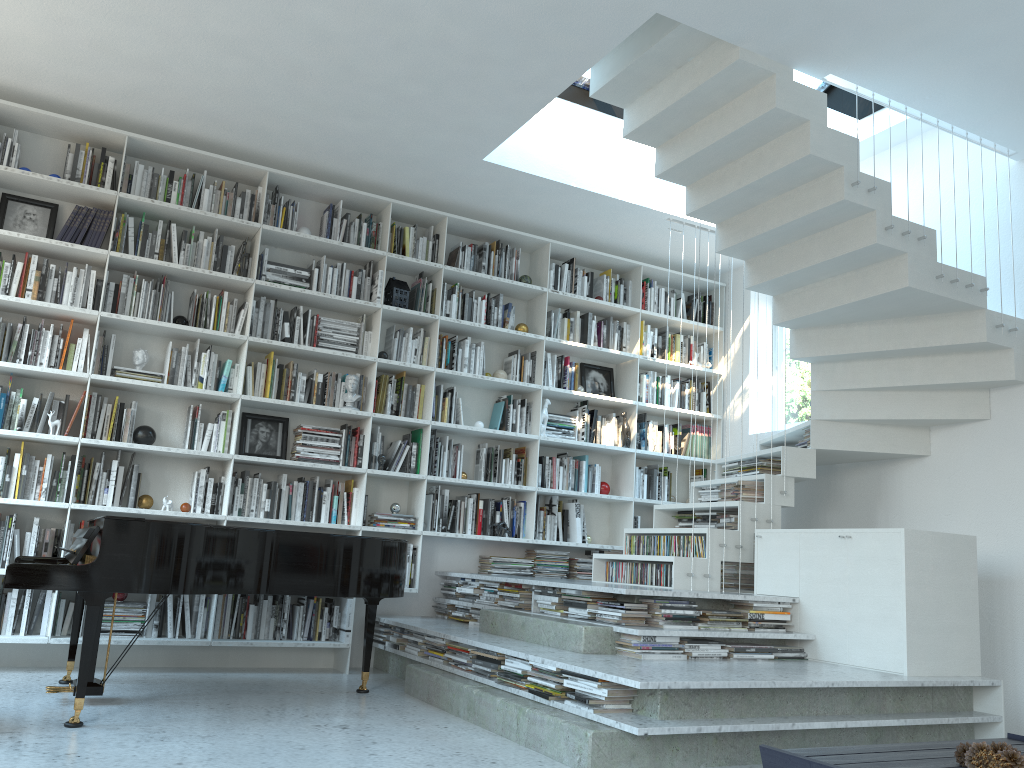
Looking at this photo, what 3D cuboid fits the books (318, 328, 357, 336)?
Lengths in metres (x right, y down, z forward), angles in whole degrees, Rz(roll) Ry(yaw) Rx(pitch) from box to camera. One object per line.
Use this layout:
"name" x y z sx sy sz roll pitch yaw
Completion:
"books" -1.188 -0.337 5.965 0.254 0.012 0.161 9 -13 -25

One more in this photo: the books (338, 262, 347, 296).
"books" -1.172 -0.669 6.015 0.023 0.269 0.185 9 -12 -27

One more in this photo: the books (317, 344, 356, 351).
"books" -1.196 -0.229 5.948 0.254 0.012 0.161 9 -13 -27

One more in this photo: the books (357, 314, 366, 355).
"books" -1.040 -0.307 6.041 0.012 0.318 0.140 9 -12 -27

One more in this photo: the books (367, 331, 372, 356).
"books" -1.000 -0.243 6.055 0.030 0.205 0.158 9 -12 -27

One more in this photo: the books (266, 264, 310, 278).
"books" -1.494 -0.731 5.864 0.285 0.024 0.160 9 -13 -25

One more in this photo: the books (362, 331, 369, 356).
"books" -1.024 -0.245 6.037 0.030 0.198 0.172 9 -12 -27

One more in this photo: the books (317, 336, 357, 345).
"books" -1.191 -0.278 5.954 0.254 0.012 0.161 10 -13 -28

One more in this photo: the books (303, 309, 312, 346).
"books" -1.369 -0.341 5.850 0.021 0.268 0.192 9 -12 -27

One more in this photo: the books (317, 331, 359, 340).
"books" -1.188 -0.313 5.958 0.285 0.012 0.160 9 -12 -24

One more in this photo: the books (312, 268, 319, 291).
"books" -1.338 -0.657 5.920 0.025 0.187 0.193 9 -12 -27

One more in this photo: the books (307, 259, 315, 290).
"books" -1.355 -0.692 5.922 0.012 0.253 0.161 9 -12 -27

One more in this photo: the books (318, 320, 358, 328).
"books" -1.187 -0.385 5.978 0.254 0.012 0.161 9 -13 -27

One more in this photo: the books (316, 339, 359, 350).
"books" -1.192 -0.254 5.947 0.285 0.012 0.159 10 -13 -29

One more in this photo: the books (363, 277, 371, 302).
"books" -1.020 -0.612 6.080 0.029 0.202 0.192 9 -12 -27

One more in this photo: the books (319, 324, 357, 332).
"books" -1.183 -0.361 5.964 0.254 0.012 0.161 8 -12 -22

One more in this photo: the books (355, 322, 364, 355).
"books" -1.045 -0.279 6.016 0.012 0.253 0.161 9 -12 -27

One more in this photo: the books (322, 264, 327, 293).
"books" -1.287 -0.673 5.955 0.021 0.237 0.171 9 -12 -27

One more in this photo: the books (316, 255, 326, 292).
"books" -1.293 -0.700 5.938 0.011 0.283 0.190 9 -12 -27

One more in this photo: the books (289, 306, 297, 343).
"books" -1.453 -0.359 5.828 0.022 0.285 0.131 9 -12 -27

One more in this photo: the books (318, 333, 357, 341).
"books" -1.191 -0.301 5.960 0.254 0.012 0.161 9 -13 -26

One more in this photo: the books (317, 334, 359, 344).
"books" -1.192 -0.289 5.958 0.285 0.012 0.160 9 -13 -26

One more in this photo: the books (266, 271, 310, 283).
"books" -1.494 -0.684 5.848 0.285 0.024 0.160 8 -12 -22

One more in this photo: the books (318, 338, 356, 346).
"books" -1.192 -0.266 5.951 0.254 0.012 0.161 9 -13 -25

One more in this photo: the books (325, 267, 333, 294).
"books" -1.256 -0.658 5.966 0.027 0.216 0.190 9 -12 -27

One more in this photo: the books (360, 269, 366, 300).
"books" -1.050 -0.643 6.085 0.029 0.261 0.133 9 -12 -27

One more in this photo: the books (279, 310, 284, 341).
"books" -1.525 -0.350 5.781 0.011 0.239 0.147 9 -12 -27

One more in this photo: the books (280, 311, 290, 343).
"books" -1.488 -0.344 5.793 0.066 0.236 0.154 9 -12 -27

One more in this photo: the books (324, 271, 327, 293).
"books" -1.280 -0.652 5.969 0.011 0.203 0.133 9 -12 -27

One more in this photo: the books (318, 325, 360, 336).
"books" -1.188 -0.348 5.969 0.285 0.012 0.159 10 -13 -28

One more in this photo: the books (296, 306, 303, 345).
"books" -1.406 -0.355 5.848 0.049 0.290 0.162 9 -12 -27

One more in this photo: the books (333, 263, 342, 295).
"books" -1.205 -0.672 6.022 0.029 0.273 0.140 9 -12 -27

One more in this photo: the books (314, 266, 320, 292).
"books" -1.329 -0.667 5.960 0.024 0.223 0.128 9 -12 -27

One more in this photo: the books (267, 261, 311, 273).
"books" -1.495 -0.754 5.872 0.285 0.024 0.160 9 -13 -27

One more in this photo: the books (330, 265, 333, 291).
"books" -1.244 -0.667 5.988 0.012 0.244 0.131 9 -12 -27

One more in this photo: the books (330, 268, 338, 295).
"books" -1.223 -0.653 5.986 0.028 0.218 0.183 9 -12 -27

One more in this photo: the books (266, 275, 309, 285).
"books" -1.499 -0.666 5.850 0.285 0.012 0.159 10 -13 -28

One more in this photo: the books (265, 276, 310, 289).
"books" -1.499 -0.655 5.846 0.285 0.012 0.159 10 -13 -29

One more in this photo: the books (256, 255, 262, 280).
"books" -1.665 -0.719 5.752 0.027 0.201 0.168 9 -12 -27

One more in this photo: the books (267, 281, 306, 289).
"books" -1.499 -0.632 5.838 0.254 0.012 0.161 8 -12 -22

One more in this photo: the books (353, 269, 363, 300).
"books" -1.070 -0.644 6.057 0.032 0.248 0.173 9 -12 -27

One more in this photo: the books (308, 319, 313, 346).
"books" -1.358 -0.310 5.868 0.024 0.216 0.132 9 -12 -27

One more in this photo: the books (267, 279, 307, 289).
"books" -1.500 -0.643 5.844 0.254 0.012 0.161 10 -13 -29

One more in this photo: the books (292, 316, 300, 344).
"books" -1.432 -0.323 5.827 0.024 0.216 0.148 9 -12 -27

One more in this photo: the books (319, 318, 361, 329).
"books" -1.181 -0.399 5.970 0.285 0.012 0.159 11 -13 -31

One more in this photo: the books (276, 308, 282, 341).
"books" -1.535 -0.357 5.775 0.014 0.249 0.173 9 -12 -27

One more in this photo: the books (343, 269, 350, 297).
"books" -1.150 -0.645 6.013 0.023 0.222 0.191 9 -12 -27

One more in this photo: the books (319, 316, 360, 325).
"books" -1.183 -0.409 5.979 0.285 0.012 0.160 9 -13 -25

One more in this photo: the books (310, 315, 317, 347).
"books" -1.336 -0.322 5.872 0.015 0.244 0.183 9 -12 -27

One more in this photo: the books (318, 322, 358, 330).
"books" -1.186 -0.374 5.972 0.254 0.012 0.161 9 -13 -25

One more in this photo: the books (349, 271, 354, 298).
"books" -1.117 -0.642 6.036 0.012 0.230 0.158 9 -12 -27

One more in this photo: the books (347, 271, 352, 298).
"books" -1.130 -0.642 6.037 0.010 0.230 0.152 9 -12 -27

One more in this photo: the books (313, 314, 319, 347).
"books" -1.318 -0.323 5.868 0.013 0.246 0.177 9 -12 -27

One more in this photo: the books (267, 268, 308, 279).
"books" -1.493 -0.708 5.855 0.254 0.025 0.161 10 -13 -30

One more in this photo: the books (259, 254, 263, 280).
"books" -1.653 -0.722 5.774 0.013 0.218 0.141 9 -12 -27

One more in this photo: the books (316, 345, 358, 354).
"books" -1.196 -0.217 5.945 0.285 0.012 0.160 9 -13 -26

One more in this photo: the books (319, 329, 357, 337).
"books" -1.188 -0.325 5.961 0.254 0.012 0.161 10 -13 -29

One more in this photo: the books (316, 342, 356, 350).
"books" -1.195 -0.241 5.949 0.254 0.012 0.161 10 -13 -28

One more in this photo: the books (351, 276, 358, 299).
"books" -1.099 -0.619 6.038 0.029 0.188 0.176 9 -12 -27
